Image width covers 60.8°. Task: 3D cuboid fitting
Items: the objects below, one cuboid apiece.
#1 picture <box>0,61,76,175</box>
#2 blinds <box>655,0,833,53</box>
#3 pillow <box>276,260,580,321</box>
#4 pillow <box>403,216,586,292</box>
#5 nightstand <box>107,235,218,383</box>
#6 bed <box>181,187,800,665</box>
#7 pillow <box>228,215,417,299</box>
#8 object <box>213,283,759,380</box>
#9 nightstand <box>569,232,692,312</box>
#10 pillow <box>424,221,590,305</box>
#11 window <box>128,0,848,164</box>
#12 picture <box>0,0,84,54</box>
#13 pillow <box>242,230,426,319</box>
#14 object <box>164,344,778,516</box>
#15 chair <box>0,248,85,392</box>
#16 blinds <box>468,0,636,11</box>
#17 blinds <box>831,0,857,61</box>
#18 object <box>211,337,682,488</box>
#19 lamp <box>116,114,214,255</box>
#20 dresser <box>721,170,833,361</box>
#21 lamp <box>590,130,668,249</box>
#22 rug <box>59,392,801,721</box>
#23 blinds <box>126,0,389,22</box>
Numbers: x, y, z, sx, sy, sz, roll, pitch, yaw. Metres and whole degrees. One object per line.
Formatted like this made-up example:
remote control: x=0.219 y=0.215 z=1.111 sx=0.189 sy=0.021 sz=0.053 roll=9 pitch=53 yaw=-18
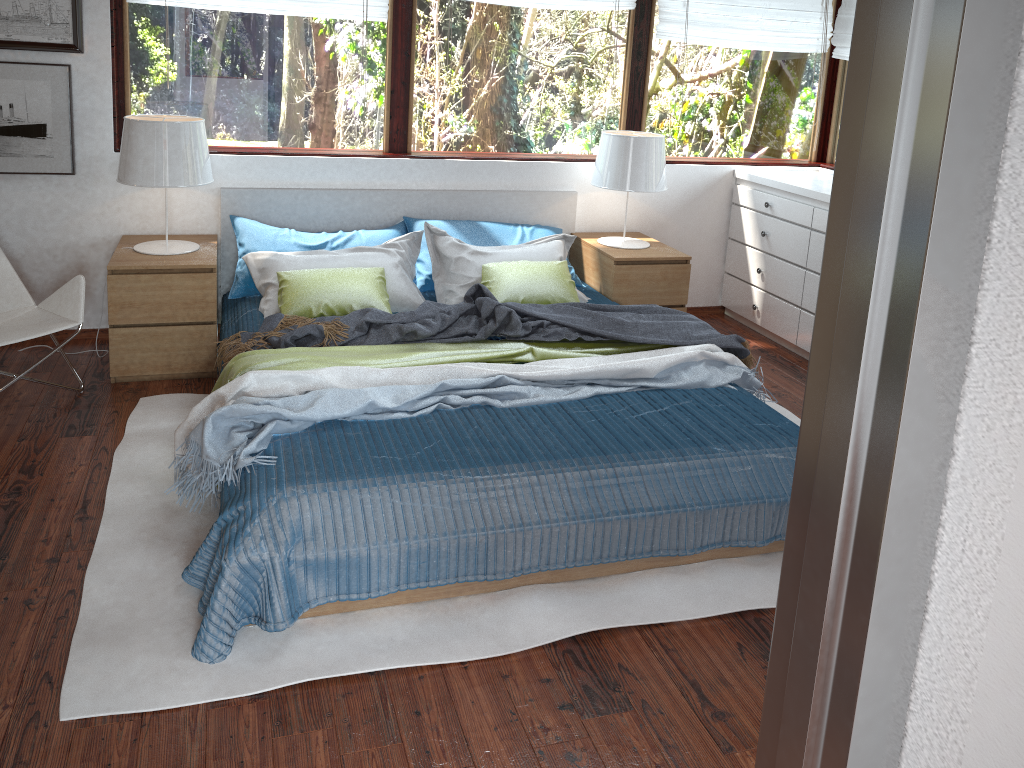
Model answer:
picture: x=-2.241 y=-1.187 z=3.901 sx=0.505 sy=0.487 sz=0.044 roll=-2 pitch=13 yaw=-19
blinds: x=1.384 y=-2.199 z=5.062 sx=1.179 sy=0.488 sz=0.055 roll=-3 pitch=13 yaw=-18
pillow: x=-0.346 y=-0.429 z=3.935 sx=1.380 sy=0.211 sz=0.325 roll=-4 pitch=19 yaw=-19
pillow: x=-0.095 y=-0.684 z=4.530 sx=0.923 sy=0.306 sz=0.382 roll=-4 pitch=19 yaw=-20
nightstand: x=-1.571 y=-0.353 z=3.983 sx=0.428 sy=0.520 sz=0.636 roll=-2 pitch=18 yaw=-18
bed: x=-0.120 y=-0.193 z=3.488 sx=2.140 sy=0.738 sz=2.695 roll=-3 pitch=21 yaw=-17
pillow: x=-0.915 y=-0.638 z=4.259 sx=0.914 sy=0.317 sz=0.362 roll=-4 pitch=18 yaw=-20
object: x=-0.117 y=-0.179 z=3.518 sx=2.123 sy=0.391 sz=0.659 roll=0 pitch=19 yaw=-10
nightstand: x=0.604 y=-0.490 z=4.701 sx=0.428 sy=0.520 sz=0.636 roll=-2 pitch=18 yaw=-18
pillow: x=0.002 y=-0.574 z=4.229 sx=0.855 sy=0.376 sz=0.375 roll=-5 pitch=18 yaw=-24
window: x=0.800 y=-0.588 z=0.660 sx=5.274 sy=1.856 sz=8.684 roll=-3 pitch=21 yaw=-18
picture: x=-2.221 y=-1.643 z=3.807 sx=0.627 sy=0.350 sz=0.043 roll=-3 pitch=13 yaw=-18
pillow: x=-0.778 y=-0.493 z=3.991 sx=0.875 sy=0.345 sz=0.493 roll=-5 pitch=20 yaw=-23
object: x=-0.027 y=0.134 z=2.971 sx=2.162 sy=0.361 sz=0.559 roll=-5 pitch=20 yaw=-23
chair: x=-2.149 y=-0.334 z=3.418 sx=0.813 sy=0.767 sz=0.717 roll=13 pitch=19 yaw=30
blinds: x=0.758 y=-2.360 z=4.810 sx=2.565 sy=0.632 sz=0.056 roll=-3 pitch=13 yaw=-18
blinds: x=2.130 y=-1.963 z=4.626 sx=0.054 sy=0.531 sz=1.299 roll=0 pitch=20 yaw=-18
object: x=-0.110 y=0.050 z=3.329 sx=2.112 sy=0.430 sz=0.512 roll=-5 pitch=19 yaw=-22
lamp: x=-1.543 y=-0.892 z=3.891 sx=0.406 sy=0.566 sz=0.422 roll=-2 pitch=16 yaw=-21
dresser: x=2.026 y=-0.291 z=3.880 sx=0.616 sy=0.842 sz=3.260 roll=-1 pitch=21 yaw=-18
lamp: x=0.614 y=-1.028 z=4.603 sx=0.407 sy=0.566 sz=0.421 roll=-4 pitch=17 yaw=-26
rug: x=0.020 y=0.316 z=3.109 sx=2.716 sy=0.047 sz=1.883 roll=-4 pitch=22 yaw=-18
blinds: x=-1.195 y=-2.041 z=4.210 sx=1.237 sy=0.477 sz=0.056 roll=-3 pitch=13 yaw=-18
